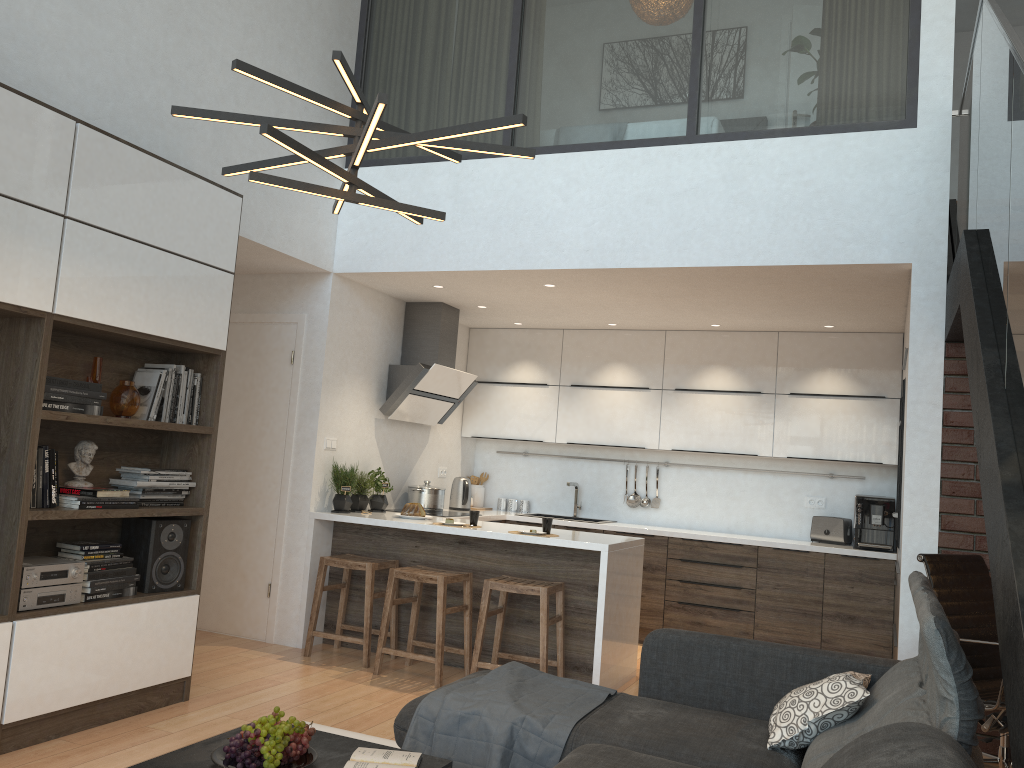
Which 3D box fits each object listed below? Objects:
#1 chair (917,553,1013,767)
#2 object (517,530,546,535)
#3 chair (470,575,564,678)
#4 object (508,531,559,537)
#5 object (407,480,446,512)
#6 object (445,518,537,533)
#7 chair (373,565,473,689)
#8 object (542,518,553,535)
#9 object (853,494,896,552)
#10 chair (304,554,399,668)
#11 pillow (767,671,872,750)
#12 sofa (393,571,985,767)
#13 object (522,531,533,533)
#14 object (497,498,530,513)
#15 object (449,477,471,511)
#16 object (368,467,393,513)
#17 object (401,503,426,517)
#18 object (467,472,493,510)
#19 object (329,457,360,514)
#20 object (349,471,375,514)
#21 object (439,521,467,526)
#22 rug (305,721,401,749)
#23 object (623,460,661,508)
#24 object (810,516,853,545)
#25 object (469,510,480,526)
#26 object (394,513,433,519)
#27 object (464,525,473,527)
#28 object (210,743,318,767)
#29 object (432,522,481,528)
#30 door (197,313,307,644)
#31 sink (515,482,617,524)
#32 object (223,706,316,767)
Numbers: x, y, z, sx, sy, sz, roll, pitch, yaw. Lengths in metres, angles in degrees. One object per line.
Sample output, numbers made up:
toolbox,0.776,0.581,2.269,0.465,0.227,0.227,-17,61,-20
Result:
chair,2.132,1.259,3.769,0.651,0.991,0.700,8,-6,-32
object,0.114,0.870,5.186,0.176,0.014,0.176,2,-6,27
chair,0.050,1.409,4.974,0.450,0.600,0.350,2,-6,21
object,0.127,0.883,5.226,0.304,0.002,0.304,8,-6,-34
object,-0.651,0.844,6.724,0.315,0.223,0.288,7,-6,-26
object,-0.131,0.847,5.301,0.597,0.039,0.064,3,-6,19
chair,-0.490,1.381,5.119,0.450,0.600,0.350,2,-6,28
object,0.208,0.845,5.270,0.066,0.093,0.066,5,-5,-4
object,2.583,0.984,6.308,0.274,0.378,0.532,2,-6,23
chair,-0.962,1.375,5.453,0.450,0.600,0.350,2,-6,23
pillow,0.558,0.913,1.955,0.386,0.364,2.734,2,-6,27
sofa,-0.041,0.938,2.089,2.108,0.995,3.169,2,-6,23
object,0.107,0.862,5.134,0.126,0.012,0.025,0,-7,42
object,0.009,1.043,7.618,0.297,0.105,0.112,2,-6,25
object,-0.420,0.891,7.223,0.179,0.270,0.220,3,-5,10
object,-0.935,0.733,6.173,0.179,0.311,0.172,1,-6,34
object,-0.647,0.826,5.796,0.155,0.101,0.161,3,-6,19
object,-0.319,0.914,7.641,0.221,0.316,0.330,2,-6,23
object,-1.100,0.657,5.800,0.186,0.367,0.196,2,-6,23
object,-1.018,0.724,5.995,0.221,0.283,0.211,1,-7,36
object,-0.363,0.856,5.429,0.176,0.014,0.176,3,-5,13
rug,-0.707,1.427,2.623,1.606,0.013,2.496,2,-6,23
object,1.059,0.821,7.237,0.320,0.389,0.069,2,-6,24
object,2.360,1.080,6.554,0.260,0.195,0.177,-1,-7,43
object,-0.235,0.832,5.492,0.066,0.093,0.066,8,-6,-31
object,-0.644,0.865,5.778,0.261,0.021,0.261,3,-6,18
object,-0.268,0.860,5.370,0.025,0.011,0.126,2,-6,27
object,-0.701,1.065,2.515,0.295,0.026,0.295,3,-6,17
object,-0.337,0.869,5.457,0.305,0.002,0.305,5,-5,-8
door,-1.878,0.582,5.922,0.974,2.136,0.085,2,-6,23
sink,0.444,1.056,7.175,0.706,0.518,0.512,2,-6,23
object,-0.700,0.995,2.530,0.256,0.173,0.279,2,-6,20
